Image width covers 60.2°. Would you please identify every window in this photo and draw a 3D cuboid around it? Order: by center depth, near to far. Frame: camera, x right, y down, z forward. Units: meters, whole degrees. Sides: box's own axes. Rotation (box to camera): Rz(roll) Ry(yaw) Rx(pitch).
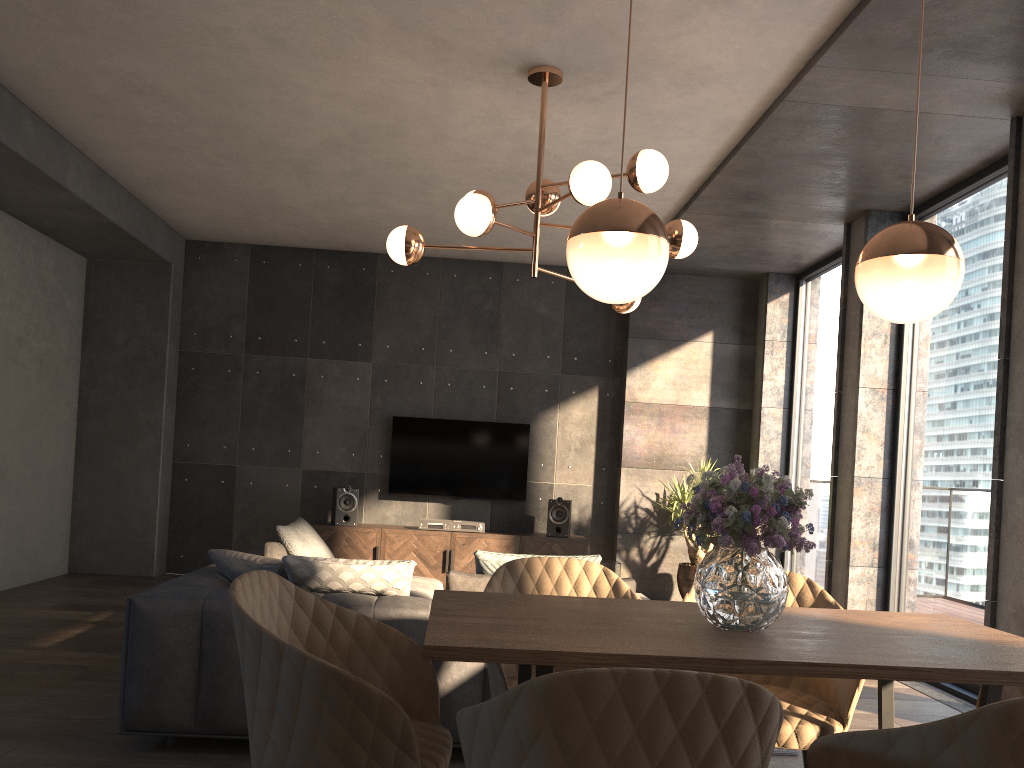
[{"bbox_3d":[2.699,0.180,4.235,0.199,2.989,7.295,3,-5,-3],"label":"window"}]

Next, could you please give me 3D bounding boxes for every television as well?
[{"bbox_3d":[-0.485,0.702,8.149,1.266,0.735,0.057,4,0,-3],"label":"television"}]

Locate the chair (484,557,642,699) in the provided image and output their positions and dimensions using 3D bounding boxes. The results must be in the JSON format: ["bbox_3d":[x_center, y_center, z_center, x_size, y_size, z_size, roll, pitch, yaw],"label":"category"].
[{"bbox_3d":[0.155,0.962,2.647,0.555,0.835,0.511,4,-2,-9],"label":"chair"}]

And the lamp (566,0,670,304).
[{"bbox_3d":[0.283,-0.958,2.065,0.239,1.542,0.239,4,-1,-28],"label":"lamp"}]

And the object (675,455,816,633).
[{"bbox_3d":[0.541,0.371,2.076,0.299,0.408,0.328,5,-3,-33],"label":"object"}]

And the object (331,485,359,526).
[{"bbox_3d":[-1.471,1.066,7.780,0.198,0.353,0.249,4,-2,-18],"label":"object"}]

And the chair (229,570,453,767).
[{"bbox_3d":[-0.398,0.873,2.073,0.510,0.835,0.557,3,-2,1],"label":"chair"}]

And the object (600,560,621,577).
[{"bbox_3d":[0.558,1.238,5.522,0.199,0.260,0.197,3,-2,-3],"label":"object"}]

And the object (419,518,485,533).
[{"bbox_3d":[-0.536,1.260,7.848,0.573,0.087,0.271,4,-5,-3],"label":"object"}]

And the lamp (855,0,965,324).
[{"bbox_3d":[0.981,-0.914,2.107,0.239,1.542,0.239,3,-1,2],"label":"lamp"}]

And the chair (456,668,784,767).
[{"bbox_3d":[0.168,0.850,1.516,0.555,0.835,0.511,3,-2,-4],"label":"chair"}]

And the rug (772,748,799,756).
[{"bbox_3d":[0.227,1.629,5.170,1.729,0.020,3.157,4,-6,-3],"label":"rug"}]

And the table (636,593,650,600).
[{"bbox_3d":[0.450,1.526,5.611,0.930,0.308,0.934,4,-5,-3],"label":"table"}]

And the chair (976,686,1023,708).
[{"bbox_3d":[1.434,0.986,2.156,0.510,0.835,0.557,3,-2,1],"label":"chair"}]

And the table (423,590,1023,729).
[{"bbox_3d":[0.517,0.962,2.102,1.466,0.768,0.771,4,-3,-3],"label":"table"}]

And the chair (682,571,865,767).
[{"bbox_3d":[0.764,1.000,2.687,0.555,0.835,0.512,3,-2,6],"label":"chair"}]

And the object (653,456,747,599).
[{"bbox_3d":[1.610,1.295,7.843,0.950,1.358,1.028,2,-3,28],"label":"object"}]

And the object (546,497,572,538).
[{"bbox_3d":[0.424,1.185,7.895,0.198,0.353,0.250,3,-2,7],"label":"object"}]

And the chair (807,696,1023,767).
[{"bbox_3d":[0.817,0.889,1.533,0.555,0.835,0.511,4,-2,-9],"label":"chair"}]

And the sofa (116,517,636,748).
[{"bbox_3d":[-0.547,1.151,4.704,2.024,0.782,2.923,4,-5,-4],"label":"sofa"}]

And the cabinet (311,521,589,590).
[{"bbox_3d":[-0.558,1.586,7.916,2.408,0.550,0.542,4,-3,-3],"label":"cabinet"}]

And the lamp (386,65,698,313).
[{"bbox_3d":[0.252,-0.994,4.265,1.468,1.036,1.015,5,-4,-27],"label":"lamp"}]
